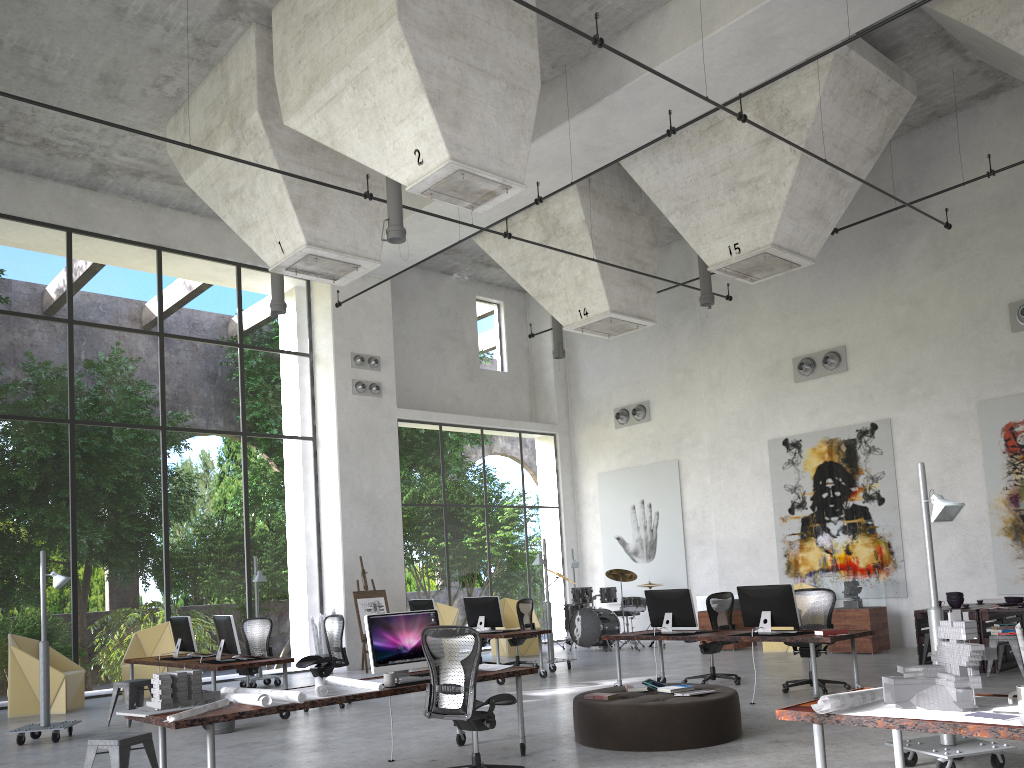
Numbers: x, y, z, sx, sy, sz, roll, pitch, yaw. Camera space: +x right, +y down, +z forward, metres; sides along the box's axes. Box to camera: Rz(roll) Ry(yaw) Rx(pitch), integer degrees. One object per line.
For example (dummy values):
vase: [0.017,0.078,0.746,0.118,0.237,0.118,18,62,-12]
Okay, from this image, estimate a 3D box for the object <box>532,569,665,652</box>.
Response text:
object: [1.866,4.634,18.344,2.998,1.718,1.899,-10,-11,32]

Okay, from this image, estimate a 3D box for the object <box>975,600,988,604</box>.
object: [6.439,2.996,12.068,0.137,0.055,0.119,2,-13,-26]

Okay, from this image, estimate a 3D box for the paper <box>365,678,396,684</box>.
paper: [-1.064,2.442,7.217,0.485,0.001,0.437,4,-15,-31]

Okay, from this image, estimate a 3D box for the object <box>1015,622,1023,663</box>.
object: [4.493,2.412,7.387,0.319,0.924,0.346,-1,-7,-24]

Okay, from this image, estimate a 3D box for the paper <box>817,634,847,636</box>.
paper: [3.380,2.644,9.274,0.292,0.001,0.213,-8,-14,20]

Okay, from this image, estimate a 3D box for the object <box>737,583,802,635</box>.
object: [2.923,2.527,9.875,0.378,0.545,0.725,3,-12,-40]

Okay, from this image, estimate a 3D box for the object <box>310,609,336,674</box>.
object: [-3.438,4.743,16.141,0.443,1.193,0.415,-6,-7,26]

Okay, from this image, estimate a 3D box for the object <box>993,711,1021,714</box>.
object: [2.314,1.534,4.100,0.127,0.010,0.011,-12,-13,33]

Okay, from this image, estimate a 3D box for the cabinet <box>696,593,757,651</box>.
cabinet: [3.986,4.410,16.311,0.746,0.999,0.745,4,-10,-42]

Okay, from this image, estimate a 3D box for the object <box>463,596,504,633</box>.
object: [-0.389,3.562,13.584,0.723,0.545,0.379,-12,-11,39]

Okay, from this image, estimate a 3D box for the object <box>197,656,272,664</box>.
object: [-3.417,3.393,10.782,0.689,0.008,0.863,6,-15,-34]

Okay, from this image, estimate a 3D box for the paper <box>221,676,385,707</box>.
paper: [-1.584,2.292,6.584,1.081,0.103,0.991,8,-17,-41]

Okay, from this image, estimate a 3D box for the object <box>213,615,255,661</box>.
object: [-3.437,3.115,10.806,0.378,0.544,0.726,2,-11,-35]

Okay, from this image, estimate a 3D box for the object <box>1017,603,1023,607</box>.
object: [6.265,2.724,10.821,0.138,0.055,0.118,-8,-12,23]

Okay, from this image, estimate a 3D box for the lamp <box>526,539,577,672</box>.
lamp: [0.589,3.607,14.381,0.597,2.123,0.586,2,-7,-42]

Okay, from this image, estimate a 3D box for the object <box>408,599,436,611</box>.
object: [-1.418,3.883,14.737,0.378,0.545,0.725,3,-12,-40]

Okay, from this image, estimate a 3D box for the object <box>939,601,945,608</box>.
object: [5.553,2.877,11.426,0.131,0.108,0.101,-11,-12,39]

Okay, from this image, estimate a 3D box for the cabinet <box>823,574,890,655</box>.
cabinet: [5.601,3.739,14.291,0.596,1.238,0.753,2,-9,-42]

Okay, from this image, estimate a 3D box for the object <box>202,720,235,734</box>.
object: [-3.257,3.727,9.789,0.402,0.294,0.296,-12,-12,41]

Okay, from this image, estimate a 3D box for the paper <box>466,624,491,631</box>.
paper: [-0.945,3.980,14.235,1.077,0.103,0.994,4,-15,-31]

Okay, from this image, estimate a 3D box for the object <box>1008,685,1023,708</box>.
object: [2.469,1.509,4.232,0.122,0.099,0.089,-1,-9,-13]

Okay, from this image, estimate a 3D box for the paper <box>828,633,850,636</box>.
paper: [3.388,2.644,9.279,0.290,0.001,0.214,2,-14,-24]

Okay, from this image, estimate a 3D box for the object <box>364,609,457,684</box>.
object: [-0.829,2.155,7.242,0.717,0.545,0.382,5,-11,-40]

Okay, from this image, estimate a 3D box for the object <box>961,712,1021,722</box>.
object: [2.192,1.525,4.025,0.134,0.008,0.207,4,-15,-29]

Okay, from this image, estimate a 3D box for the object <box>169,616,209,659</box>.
object: [-4.359,3.404,11.842,0.378,0.545,0.725,3,-12,-40]

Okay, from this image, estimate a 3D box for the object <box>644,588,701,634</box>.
object: [2.016,2.810,10.891,0.378,0.545,0.725,3,-12,-40]

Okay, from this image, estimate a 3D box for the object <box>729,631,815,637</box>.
object: [2.943,2.805,9.851,0.690,0.008,0.862,7,-17,-39]

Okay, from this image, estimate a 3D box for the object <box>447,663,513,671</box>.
object: [-0.303,2.448,7.646,0.472,0.084,0.442,6,-16,-38]

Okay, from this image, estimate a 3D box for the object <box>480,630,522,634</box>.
object: [-0.369,3.840,13.561,0.859,0.008,0.693,-14,-16,38]

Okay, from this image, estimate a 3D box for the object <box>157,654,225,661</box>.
object: [-4.339,3.682,11.818,0.690,0.008,0.862,7,-17,-39]

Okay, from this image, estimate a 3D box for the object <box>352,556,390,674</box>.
object: [-2.629,4.237,16.254,0.695,2.114,0.693,2,-8,-41]

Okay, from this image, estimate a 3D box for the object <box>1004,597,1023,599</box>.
object: [6.586,2.819,11.525,0.230,0.057,0.232,8,-16,-41]

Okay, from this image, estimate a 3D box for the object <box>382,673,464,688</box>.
object: [-0.812,2.433,7.214,0.852,0.008,0.698,7,-17,-40]

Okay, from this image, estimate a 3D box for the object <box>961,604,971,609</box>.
object: [5.825,2.851,11.267,0.117,0.055,0.139,-11,-14,33]

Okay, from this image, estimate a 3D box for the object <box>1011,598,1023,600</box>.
object: [6.593,2.829,11.521,0.232,0.062,0.230,-15,-17,42]

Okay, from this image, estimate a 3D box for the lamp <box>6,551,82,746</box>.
lamp: [-5.319,2.967,9.985,0.596,2.123,0.588,-3,-6,-9]

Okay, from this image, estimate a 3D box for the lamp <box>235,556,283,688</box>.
lamp: [-4.192,3.913,14.469,0.580,2.123,0.603,2,-7,-42]

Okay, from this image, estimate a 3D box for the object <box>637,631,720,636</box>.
object: [2.036,3.088,10.867,0.690,0.008,0.862,7,-17,-39]

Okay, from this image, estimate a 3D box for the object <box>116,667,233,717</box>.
object: [-2.378,2.171,6.305,0.439,0.300,0.742,-11,-14,37]

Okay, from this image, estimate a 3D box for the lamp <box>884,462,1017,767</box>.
lamp: [2.987,1.618,6.196,0.579,2.123,0.605,-2,-6,-17]

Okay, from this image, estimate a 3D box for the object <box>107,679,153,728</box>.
object: [-4.680,3.947,10.894,0.460,0.524,0.479,-9,-10,32]

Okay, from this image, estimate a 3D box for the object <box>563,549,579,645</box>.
object: [1.426,4.793,19.831,0.579,2.123,0.605,-3,-6,-7]

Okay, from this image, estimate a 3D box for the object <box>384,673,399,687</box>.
object: [-0.937,2.302,6.844,0.122,0.099,0.089,-1,-9,-13]

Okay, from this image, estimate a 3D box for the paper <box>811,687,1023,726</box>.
paper: [2.196,1.563,4.343,1.090,0.103,0.982,-15,-17,42]

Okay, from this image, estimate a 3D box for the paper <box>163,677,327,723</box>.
paper: [-1.780,2.277,6.449,0.891,0.102,1.971,-3,-13,-3]

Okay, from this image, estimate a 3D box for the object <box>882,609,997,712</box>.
object: [2.120,1.386,4.375,0.361,0.513,0.502,-3,-9,-6]
